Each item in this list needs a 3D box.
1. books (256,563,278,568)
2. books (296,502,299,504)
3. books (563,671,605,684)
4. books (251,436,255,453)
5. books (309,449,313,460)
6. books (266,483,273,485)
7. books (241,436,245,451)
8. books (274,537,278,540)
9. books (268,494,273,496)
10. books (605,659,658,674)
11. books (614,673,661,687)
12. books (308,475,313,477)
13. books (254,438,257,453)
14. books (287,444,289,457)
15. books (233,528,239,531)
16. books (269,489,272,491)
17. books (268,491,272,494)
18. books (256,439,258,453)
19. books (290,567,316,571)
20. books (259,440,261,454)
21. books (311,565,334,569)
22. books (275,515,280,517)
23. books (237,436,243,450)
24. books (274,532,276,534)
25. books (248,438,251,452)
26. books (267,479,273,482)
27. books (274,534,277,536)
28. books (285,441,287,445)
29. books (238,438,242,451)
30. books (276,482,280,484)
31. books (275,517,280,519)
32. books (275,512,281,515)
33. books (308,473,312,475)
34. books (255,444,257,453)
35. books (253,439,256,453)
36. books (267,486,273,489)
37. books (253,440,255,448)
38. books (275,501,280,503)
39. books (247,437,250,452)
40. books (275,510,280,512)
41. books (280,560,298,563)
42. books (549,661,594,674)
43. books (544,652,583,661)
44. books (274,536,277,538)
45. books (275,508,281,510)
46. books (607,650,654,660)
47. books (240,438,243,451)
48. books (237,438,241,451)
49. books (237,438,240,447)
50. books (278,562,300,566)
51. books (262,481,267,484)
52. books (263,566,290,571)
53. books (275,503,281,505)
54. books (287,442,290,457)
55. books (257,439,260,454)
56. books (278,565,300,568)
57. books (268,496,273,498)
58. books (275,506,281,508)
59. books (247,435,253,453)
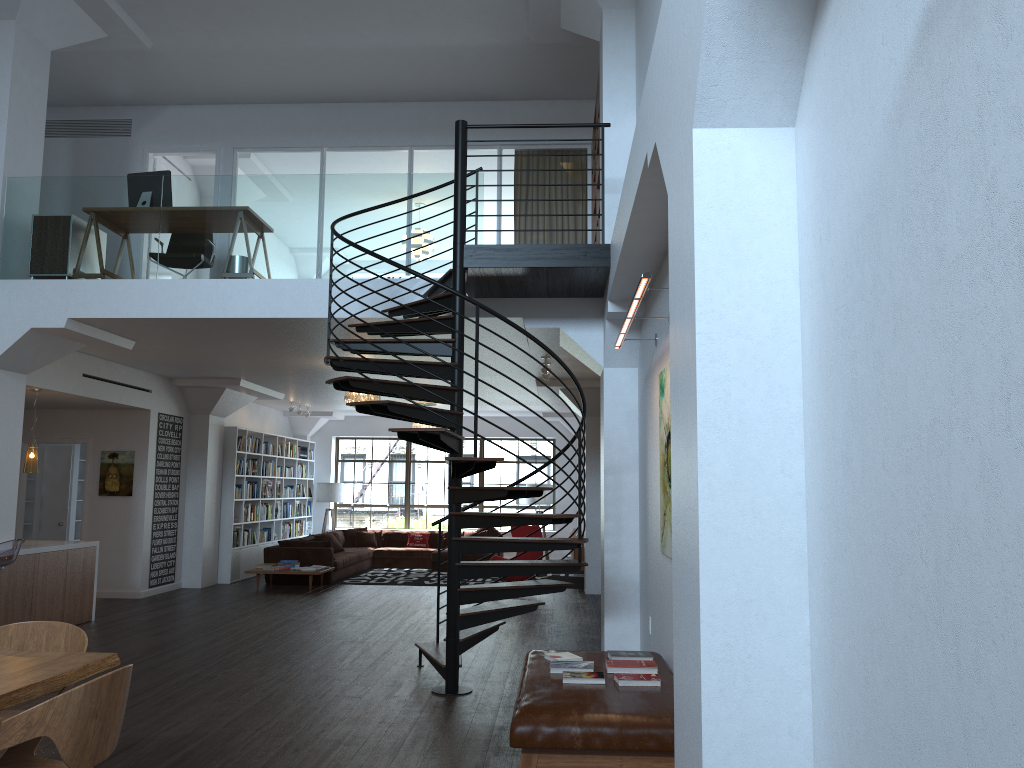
[{"bbox_3d":[-3.699,2.750,13.412,0.241,0.045,0.334,0,-7,4],"label":"books"},{"bbox_3d":[-4.252,2.302,17.154,0.223,0.031,0.161,0,-7,3],"label":"books"},{"bbox_3d":[0.385,1.578,4.765,0.224,0.032,0.161,0,-7,3],"label":"books"},{"bbox_3d":[-4.374,0.997,14.668,0.197,0.290,0.136,0,-7,3],"label":"books"},{"bbox_3d":[-4.172,1.456,18.258,0.140,0.231,0.042,0,-7,3],"label":"books"},{"bbox_3d":[-4.355,1.764,15.674,0.223,0.027,0.161,1,-7,-7],"label":"books"},{"bbox_3d":[-4.391,0.960,14.223,0.170,0.251,0.118,0,-7,3],"label":"books"},{"bbox_3d":[-4.372,2.777,15.942,0.284,0.035,0.197,0,-7,3],"label":"books"},{"bbox_3d":[-4.334,1.950,15.615,0.160,0.039,0.251,0,-7,8],"label":"books"},{"bbox_3d":[0.680,1.611,5.053,0.283,0.043,0.197,0,-7,2],"label":"books"},{"bbox_3d":[0.665,1.576,4.724,0.224,0.036,0.161,1,-7,-3],"label":"books"},{"bbox_3d":[-4.225,1.865,18.025,0.284,0.033,0.197,-2,-7,18],"label":"books"},{"bbox_3d":[-4.352,1.028,14.768,0.182,0.253,0.098,0,-7,3],"label":"books"},{"bbox_3d":[-4.272,1.248,16.591,0.171,0.246,0.057,0,-7,3],"label":"books"},{"bbox_3d":[-4.411,2.289,13.950,0.174,0.045,0.240,1,-7,-7],"label":"books"},{"bbox_3d":[-4.344,1.868,15.635,0.168,0.045,0.231,1,-7,-2],"label":"books"},{"bbox_3d":[-4.359,1.910,15.617,0.180,0.042,0.259,0,-7,3],"label":"books"},{"bbox_3d":[-4.352,1.042,14.854,0.174,0.243,0.085,0,-7,3],"label":"books"},{"bbox_3d":[-3.070,2.713,13.029,0.342,0.040,0.231,-6,-9,43],"label":"books"},{"bbox_3d":[-4.353,1.067,15.024,0.167,0.233,0.077,0,-7,3],"label":"books"},{"bbox_3d":[-2.897,2.756,13.362,0.256,0.035,0.350,-3,-8,28],"label":"books"},{"bbox_3d":[-4.334,2.377,16.021,0.251,0.037,0.160,0,-7,8],"label":"books"},{"bbox_3d":[-4.395,0.957,14.180,0.159,0.248,0.089,0,-7,3],"label":"books"},{"bbox_3d":[-4.371,2.683,15.955,0.204,0.025,0.144,0,-7,3],"label":"books"},{"bbox_3d":[-4.372,1.002,14.516,0.174,0.242,0.105,0,-7,3],"label":"books"},{"bbox_3d":[-4.326,1.704,15.668,0.129,0.043,0.185,-2,-7,17],"label":"books"},{"bbox_3d":[-4.376,2.711,15.953,0.254,0.032,0.174,0,-7,8],"label":"books"},{"bbox_3d":[-4.260,1.206,16.458,0.140,0.298,0.044,0,-7,3],"label":"books"},{"bbox_3d":[-4.392,0.964,14.113,0.161,0.218,0.101,0,-7,3],"label":"books"},{"bbox_3d":[-4.311,1.788,15.989,0.223,0.031,0.161,0,-7,3],"label":"books"},{"bbox_3d":[-4.332,2.414,16.014,0.246,0.038,0.171,0,-7,3],"label":"books"},{"bbox_3d":[-4.337,2.342,16.050,0.259,0.040,0.180,0,-7,3],"label":"books"},{"bbox_3d":[-4.222,1.832,18.024,0.254,0.032,0.174,-5,-9,38],"label":"books"},{"bbox_3d":[-4.361,1.032,14.815,0.182,0.255,0.077,0,-7,3],"label":"books"},{"bbox_3d":[-4.357,1.026,14.735,0.159,0.248,0.089,0,-7,3],"label":"books"},{"bbox_3d":[-4.336,1.825,15.635,0.183,0.042,0.253,0,-7,3],"label":"books"},{"bbox_3d":[-4.362,1.035,14.702,0.161,0.222,0.083,0,-7,3],"label":"books"},{"bbox_3d":[-4.308,2.137,16.044,0.185,0.041,0.129,-2,-7,17],"label":"books"},{"bbox_3d":[-4.378,0.992,14.463,0.170,0.251,0.118,0,-7,3],"label":"books"},{"bbox_3d":[-4.323,2.298,16.041,0.231,0.044,0.168,1,-7,-2],"label":"books"},{"bbox_3d":[-3.379,2.695,13.464,0.224,0.027,0.157,0,-7,8],"label":"books"},{"bbox_3d":[0.341,1.607,5.030,0.247,0.040,0.185,0,-7,6],"label":"books"},{"bbox_3d":[0.308,1.651,5.349,0.161,0.031,0.223,3,-7,-19],"label":"books"},{"bbox_3d":[-4.372,2.743,15.946,0.284,0.033,0.197,2,-7,-12],"label":"books"},{"bbox_3d":[-4.327,2.257,16.038,0.253,0.040,0.183,0,-7,3],"label":"books"},{"bbox_3d":[0.715,1.651,5.369,0.254,0.044,0.183,1,-7,-2],"label":"books"},{"bbox_3d":[-4.388,0.966,14.147,0.161,0.222,0.084,0,-7,3],"label":"books"},{"bbox_3d":[-4.404,0.962,14.049,0.167,0.210,0.162,0,-7,3],"label":"books"},{"bbox_3d":[-4.400,0.948,13.959,0.182,0.215,0.188,0,-7,3],"label":"books"},{"bbox_3d":[-3.383,2.726,13.462,0.279,0.035,0.191,-1,-7,13],"label":"books"},{"bbox_3d":[-4.341,1.689,15.258,0.174,0.045,0.240,0,-7,2],"label":"books"},{"bbox_3d":[-3.470,2.715,13.059,0.236,0.035,0.340,-3,-8,28],"label":"books"},{"bbox_3d":[-4.305,2.170,16.047,0.208,0.024,0.144,0,-7,8],"label":"books"},{"bbox_3d":[-4.270,1.236,16.675,0.176,0.290,0.053,0,-7,3],"label":"books"},{"bbox_3d":[-4.348,1.049,14.956,0.182,0.255,0.077,0,-7,3],"label":"books"},{"bbox_3d":[-3.379,2.762,13.454,0.312,0.037,0.216,1,-7,-7],"label":"books"},{"bbox_3d":[-4.332,1.989,15.612,0.171,0.039,0.246,0,-7,3],"label":"books"},{"bbox_3d":[-4.320,2.223,16.048,0.223,0.032,0.161,0,-7,3],"label":"books"},{"bbox_3d":[-4.373,0.988,14.606,0.176,0.293,0.125,0,-7,3],"label":"books"}]
